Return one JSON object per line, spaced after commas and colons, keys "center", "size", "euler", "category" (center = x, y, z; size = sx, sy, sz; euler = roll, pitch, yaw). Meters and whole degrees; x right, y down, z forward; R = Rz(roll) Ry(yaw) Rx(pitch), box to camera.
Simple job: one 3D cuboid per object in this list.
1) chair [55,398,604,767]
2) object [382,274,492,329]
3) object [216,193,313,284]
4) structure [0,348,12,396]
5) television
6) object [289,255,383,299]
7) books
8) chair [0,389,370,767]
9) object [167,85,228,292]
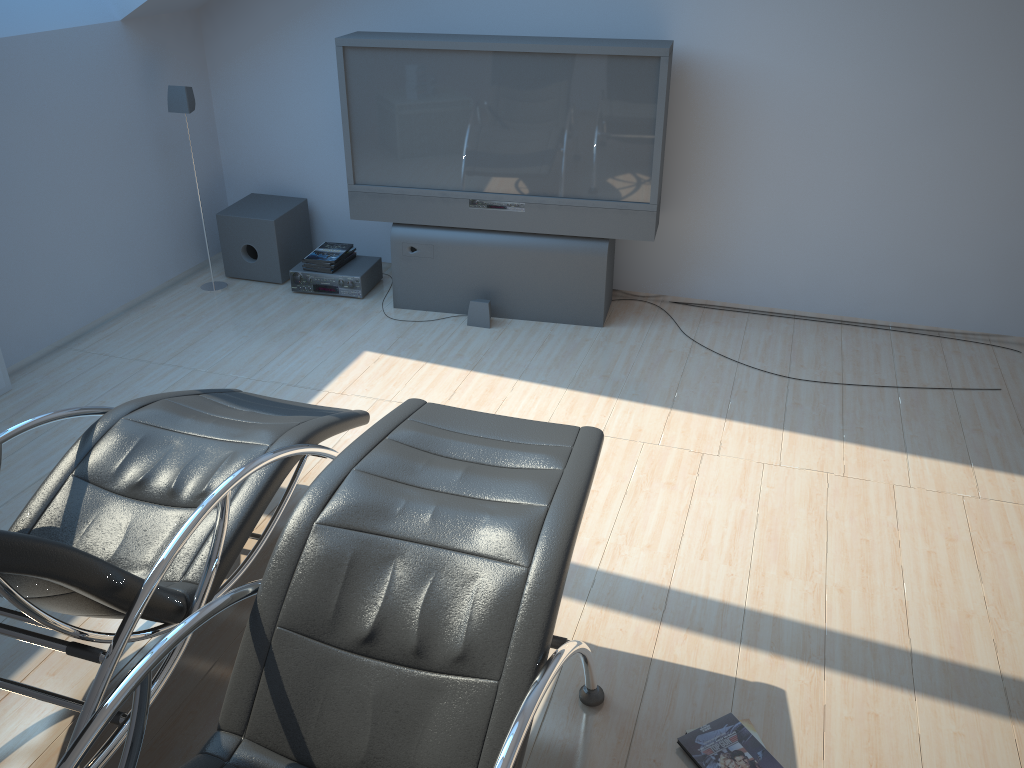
{"center": [-0.349, 0.739, 1.848], "size": [0.836, 0.953, 2.114], "euler": [9, 29, 16], "category": "chair"}
{"center": [-0.606, -0.524, 5.116], "size": [0.394, 0.141, 1.163], "euler": [-24, 36, -37], "category": "object"}
{"center": [-1.531, -0.914, 5.528], "size": [0.400, 0.424, 0.401], "euler": [9, 29, 16], "category": "object"}
{"center": [-2.596, -0.098, 3.597], "size": [0.120, 0.800, 1.324], "euler": [9, 29, 16], "category": "structure"}
{"center": [-0.046, -1.102, 4.815], "size": [1.686, 1.446, 0.400], "euler": [6, 28, 11], "category": "television"}
{"center": [-1.059, -0.661, 5.364], "size": [0.450, 0.138, 0.358], "euler": [6, 28, 11], "category": "object"}
{"center": [-0.182, 0.261, 3.541], "size": [1.045, 0.222, 4.790], "euler": [-7, 29, -13], "category": "books"}
{"center": [-1.118, 0.240, 2.472], "size": [0.836, 1.251, 1.938], "euler": [9, 29, 16], "category": "chair"}
{"center": [-1.805, -1.107, 5.103], "size": [0.160, 1.181, 0.158], "euler": [9, 29, 16], "category": "object"}
